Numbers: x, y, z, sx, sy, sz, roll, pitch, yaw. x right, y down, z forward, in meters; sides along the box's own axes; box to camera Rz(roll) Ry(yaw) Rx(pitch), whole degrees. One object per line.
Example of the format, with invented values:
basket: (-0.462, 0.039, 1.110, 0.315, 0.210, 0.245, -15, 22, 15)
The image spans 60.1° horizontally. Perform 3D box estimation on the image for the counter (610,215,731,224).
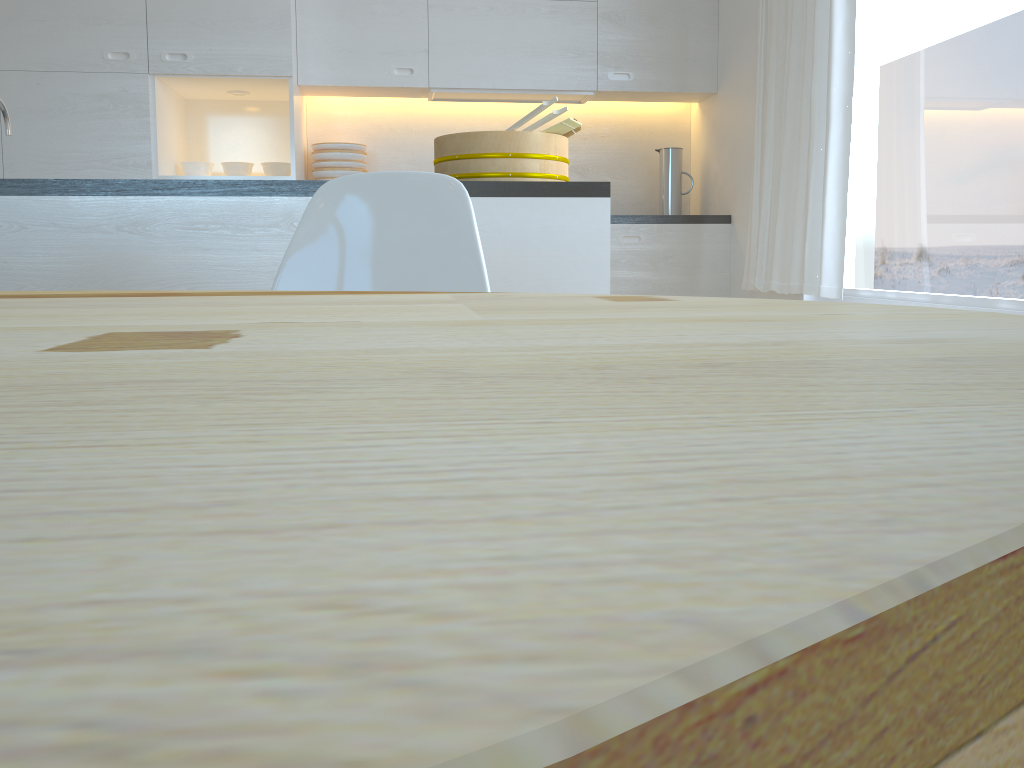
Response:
counter: (0.000, -0.792, 4.330, 2.000, 0.040, 0.604, -1, 8, -7)

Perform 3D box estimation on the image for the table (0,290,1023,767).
table: (-0.788, 0.343, 0.428, 2.190, 0.721, 1.201, -2, 7, -9)

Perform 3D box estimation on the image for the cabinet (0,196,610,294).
cabinet: (-0.976, -0.036, 2.430, 2.400, 0.905, 0.604, -1, 6, -8)

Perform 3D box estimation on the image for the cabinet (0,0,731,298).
cabinet: (-0.588, -1.086, 4.165, 3.201, 2.289, 0.483, -1, 5, -8)

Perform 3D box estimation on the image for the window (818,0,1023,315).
window: (1.411, -1.046, 2.034, 0.088, 1.906, 2.744, -1, 7, -7)

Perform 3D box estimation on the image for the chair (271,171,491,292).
chair: (-0.248, 0.138, 1.220, 0.430, 0.897, 0.526, 1, 6, 12)

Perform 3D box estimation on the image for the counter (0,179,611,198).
counter: (-0.979, -0.507, 2.391, 2.400, 0.040, 0.605, -1, 8, -7)

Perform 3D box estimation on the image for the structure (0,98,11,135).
structure: (-1.295, -0.600, 2.164, 0.097, 0.214, 0.163, -1, 6, -7)

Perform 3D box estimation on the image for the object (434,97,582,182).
object: (-0.006, -0.650, 2.470, 0.430, 0.213, 0.381, 2, 8, 21)

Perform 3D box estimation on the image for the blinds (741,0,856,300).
blinds: (1.039, -1.413, 3.327, 0.150, 2.148, 0.799, -1, 5, -8)
